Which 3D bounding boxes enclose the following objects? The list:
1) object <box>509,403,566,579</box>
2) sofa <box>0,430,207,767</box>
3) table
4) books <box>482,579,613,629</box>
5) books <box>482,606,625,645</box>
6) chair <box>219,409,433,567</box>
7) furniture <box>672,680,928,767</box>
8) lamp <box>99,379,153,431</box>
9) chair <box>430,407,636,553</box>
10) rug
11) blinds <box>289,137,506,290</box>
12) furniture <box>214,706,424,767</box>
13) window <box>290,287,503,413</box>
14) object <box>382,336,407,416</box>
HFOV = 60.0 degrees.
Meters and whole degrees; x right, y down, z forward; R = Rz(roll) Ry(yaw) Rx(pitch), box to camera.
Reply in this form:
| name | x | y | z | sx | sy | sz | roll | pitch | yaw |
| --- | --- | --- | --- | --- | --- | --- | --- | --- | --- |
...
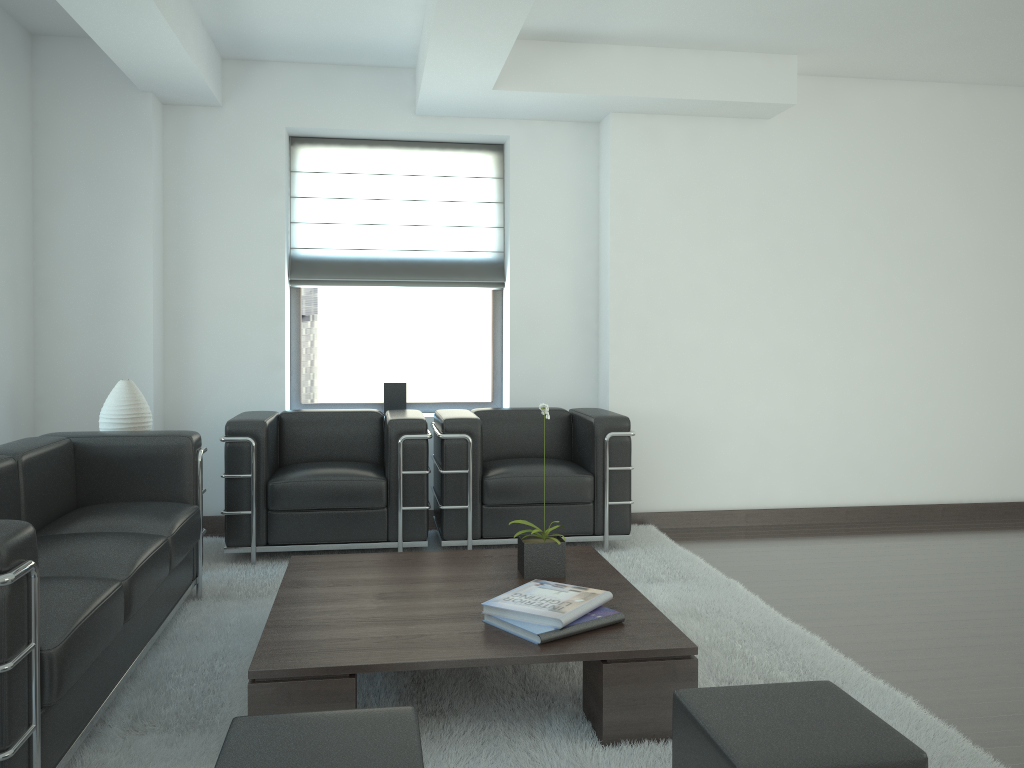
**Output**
| name | x | y | z | sx | sy | sz | roll | pitch | yaw |
| --- | --- | --- | --- | --- | --- | --- | --- | --- | --- |
| object | 0.157 | 0.599 | 5.102 | 0.335 | 0.991 | 0.252 | 0 | 1 | -9 |
| sofa | -2.392 | 0.978 | 4.463 | 1.123 | 1.169 | 3.480 | 0 | 3 | -9 |
| table | -0.278 | 1.334 | 4.716 | 1.921 | 0.441 | 1.938 | 0 | 3 | -9 |
| books | 0.178 | 1.066 | 4.325 | 0.446 | 0.045 | 0.518 | 2 | 3 | 32 |
| books | 0.197 | 1.116 | 4.237 | 0.518 | 0.045 | 0.446 | -2 | 4 | -38 |
| chair | -1.524 | 0.830 | 7.457 | 1.646 | 1.170 | 1.124 | 0 | 2 | -9 |
| furniture | 0.883 | 1.348 | 2.827 | 0.602 | 0.579 | 0.588 | 0 | 2 | -9 |
| lamp | -2.917 | 0.290 | 6.696 | 0.374 | 0.654 | 0.374 | 1 | 2 | 20 |
| chair | 0.141 | 0.822 | 7.710 | 1.646 | 1.170 | 1.124 | 0 | 2 | -9 |
| rug | -0.751 | 1.507 | 5.004 | 5.168 | 0.110 | 6.258 | 0 | 3 | -9 |
| blinds | -1.124 | -1.692 | 8.817 | 2.123 | 1.475 | 0.222 | 0 | 1 | -9 |
| furniture | -0.562 | 1.356 | 2.600 | 0.602 | 0.579 | 0.588 | 0 | 2 | -9 |
| window | -1.154 | -1.073 | 8.994 | 2.132 | 2.730 | 0.146 | 0 | 1 | -9 |
| object | -1.149 | -0.080 | 8.698 | 0.243 | 0.776 | 0.239 | 0 | 1 | -9 |
